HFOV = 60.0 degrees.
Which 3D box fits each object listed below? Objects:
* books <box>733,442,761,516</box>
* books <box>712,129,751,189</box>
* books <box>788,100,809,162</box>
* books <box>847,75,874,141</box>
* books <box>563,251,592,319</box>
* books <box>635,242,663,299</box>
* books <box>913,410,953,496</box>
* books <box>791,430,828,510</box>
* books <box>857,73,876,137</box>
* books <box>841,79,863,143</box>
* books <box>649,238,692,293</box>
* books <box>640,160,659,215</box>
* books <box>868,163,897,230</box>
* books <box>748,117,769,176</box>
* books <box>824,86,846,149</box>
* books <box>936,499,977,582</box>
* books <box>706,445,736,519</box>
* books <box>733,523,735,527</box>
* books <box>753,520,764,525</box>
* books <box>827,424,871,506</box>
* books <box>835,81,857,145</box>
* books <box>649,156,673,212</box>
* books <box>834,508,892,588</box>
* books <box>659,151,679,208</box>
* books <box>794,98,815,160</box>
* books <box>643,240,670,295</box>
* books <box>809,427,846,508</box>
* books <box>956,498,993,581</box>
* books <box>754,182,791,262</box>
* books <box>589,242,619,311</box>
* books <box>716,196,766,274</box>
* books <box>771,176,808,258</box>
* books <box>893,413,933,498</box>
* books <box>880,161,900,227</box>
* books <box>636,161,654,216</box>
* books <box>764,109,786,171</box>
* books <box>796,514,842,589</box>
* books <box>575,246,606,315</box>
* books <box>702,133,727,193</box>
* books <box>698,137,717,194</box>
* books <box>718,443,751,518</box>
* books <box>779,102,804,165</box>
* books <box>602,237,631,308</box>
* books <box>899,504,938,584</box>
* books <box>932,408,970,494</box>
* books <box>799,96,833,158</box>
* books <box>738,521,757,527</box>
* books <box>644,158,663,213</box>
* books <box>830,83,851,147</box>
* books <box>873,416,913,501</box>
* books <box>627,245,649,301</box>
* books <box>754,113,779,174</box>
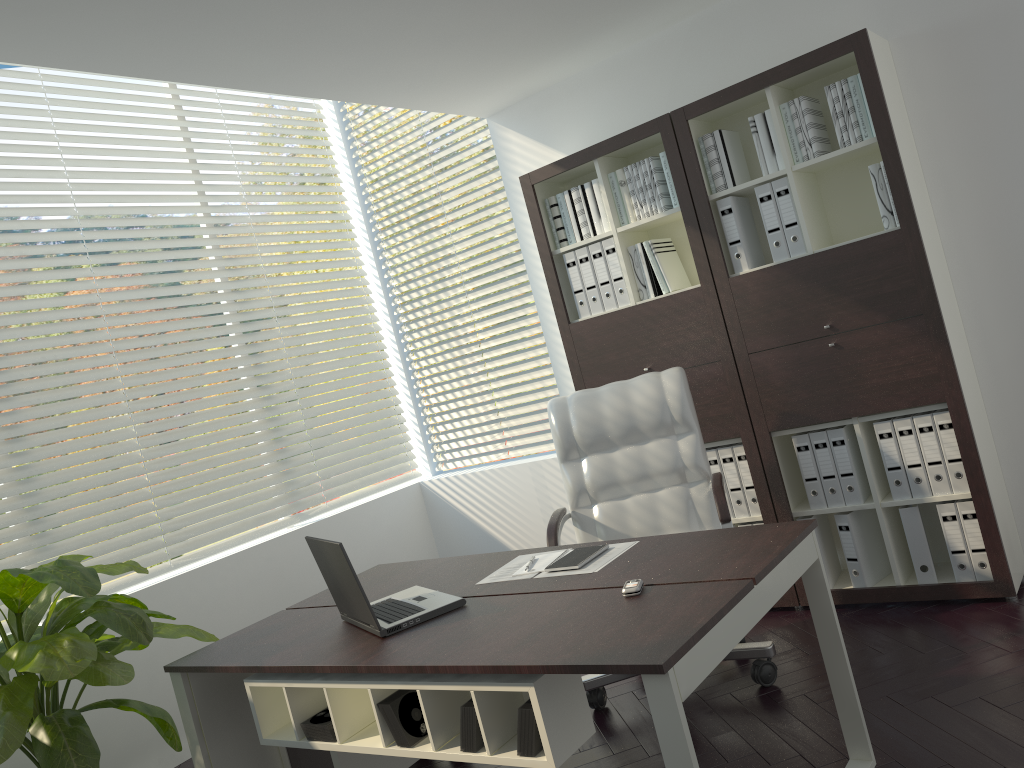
[{"bbox_3d":[1.116,0.400,3.988,0.071,0.320,0.263,-15,0,39],"label":"books"},{"bbox_3d":[0.956,-0.968,3.845,0.040,0.258,0.208,-15,0,38],"label":"books"},{"bbox_3d":[1.210,-1.031,3.646,0.020,0.258,0.208,-15,0,37],"label":"books"},{"bbox_3d":[1.401,-1.080,3.504,0.040,0.258,0.208,-15,0,38],"label":"books"},{"bbox_3d":[0.383,-0.494,4.348,0.071,0.320,0.263,-15,0,36],"label":"books"},{"bbox_3d":[0.668,-0.535,4.139,0.040,0.258,0.208,-15,0,37],"label":"books"},{"bbox_3d":[1.701,0.254,3.532,0.071,0.320,0.263,-15,0,37],"label":"books"},{"bbox_3d":[1.322,0.349,3.828,0.071,0.320,0.263,-15,0,37],"label":"books"},{"bbox_3d":[1.432,-1.087,3.479,0.040,0.258,0.208,-15,0,38],"label":"books"},{"bbox_3d":[1.374,-1.073,3.518,0.020,0.258,0.208,-15,0,37],"label":"books"},{"bbox_3d":[0.732,-0.552,4.106,0.058,0.258,0.208,-15,0,37],"label":"books"},{"bbox_3d":[0.673,-0.897,4.064,0.020,0.258,0.208,-15,0,37],"label":"books"},{"bbox_3d":[1.485,-0.740,3.509,0.040,0.258,0.208,-15,0,38],"label":"books"},{"bbox_3d":[1.076,-0.998,3.755,0.020,0.258,0.208,-15,0,37],"label":"books"},{"bbox_3d":[1.323,-1.060,3.558,0.020,0.258,0.208,-15,0,37],"label":"books"},{"bbox_3d":[1.792,0.597,3.533,0.071,0.320,0.263,-15,0,37],"label":"books"},{"bbox_3d":[0.998,0.430,4.080,0.071,0.320,0.263,-15,0,37],"label":"books"},{"bbox_3d":[1.043,0.785,4.112,0.071,0.320,0.263,-15,0,17],"label":"books"},{"bbox_3d":[1.208,0.744,3.989,0.071,0.320,0.263,-15,0,39],"label":"books"},{"bbox_3d":[1.440,0.319,3.736,0.071,0.320,0.263,-15,0,38],"label":"books"},{"bbox_3d":[1.357,-1.068,3.531,0.020,0.258,0.208,-15,0,37],"label":"books"},{"bbox_3d":[0.708,-0.905,4.037,0.020,0.258,0.208,-15,0,37],"label":"books"},{"bbox_3d":[1.507,0.669,3.752,0.263,0.320,0.071,-15,0,-34],"label":"books"},{"bbox_3d":[0.757,-0.918,4.005,0.040,0.258,0.208,-15,0,38],"label":"books"},{"bbox_3d":[1.227,-1.036,3.633,0.020,0.258,0.208,-15,0,37],"label":"books"},{"bbox_3d":[0.708,-0.545,4.111,0.060,0.259,0.208,-15,0,38],"label":"books"},{"bbox_3d":[1.381,0.334,3.782,0.071,0.320,0.263,-15,0,37],"label":"books"},{"bbox_3d":[1.852,0.582,3.487,0.071,0.320,0.263,-15,0,39],"label":"books"},{"bbox_3d":[1.145,-0.685,3.754,0.071,0.320,0.263,-15,0,37],"label":"books"},{"bbox_3d":[0.501,-0.524,4.256,0.071,0.320,0.263,-15,0,37],"label":"books"},{"bbox_3d":[1.010,-0.652,3.860,0.071,0.320,0.263,-15,0,37],"label":"books"},{"bbox_3d":[1.204,-0.700,3.708,0.071,0.320,0.263,-15,0,38],"label":"books"},{"bbox_3d":[1.642,0.268,3.578,0.071,0.320,0.263,-15,0,37],"label":"books"},{"bbox_3d":[1.518,-0.749,3.476,0.040,0.258,0.208,-15,0,37],"label":"books"},{"bbox_3d":[0.656,-0.893,4.077,0.020,0.258,0.208,-15,0,37],"label":"books"},{"bbox_3d":[1.137,-1.013,3.706,0.040,0.258,0.208,-15,0,37],"label":"books"},{"bbox_3d":[1.354,0.707,3.875,0.071,0.320,0.263,-15,0,36],"label":"books"},{"bbox_3d":[0.442,-0.509,4.302,0.071,0.320,0.263,-15,0,37],"label":"books"},{"bbox_3d":[0.918,-0.958,3.869,0.040,0.258,0.208,-15,0,37],"label":"books"},{"bbox_3d":[0.897,-0.953,3.896,0.020,0.258,0.208,-15,0,37],"label":"books"},{"bbox_3d":[1.057,0.415,4.034,0.071,0.320,0.263,-15,0,37],"label":"books"},{"bbox_3d":[1.189,-1.026,3.669,0.040,0.258,0.208,-15,0,38],"label":"books"},{"bbox_3d":[0.560,-0.539,4.210,0.071,0.320,0.263,-15,0,38],"label":"books"},{"bbox_3d":[1.670,0.628,3.630,0.071,0.320,0.261,-15,0,29],"label":"books"},{"bbox_3d":[1.760,0.239,3.486,0.071,0.320,0.263,-15,0,39],"label":"books"},{"bbox_3d":[1.244,-1.040,3.619,0.020,0.258,0.208,-15,0,37],"label":"books"},{"bbox_3d":[1.149,0.759,4.035,0.071,0.320,0.263,-15,0,37],"label":"books"},{"bbox_3d":[0.691,-0.901,4.051,0.020,0.258,0.208,-15,0,37],"label":"books"},{"bbox_3d":[1.340,-1.064,3.544,0.020,0.258,0.208,-15,0,37],"label":"books"},{"bbox_3d":[1.583,0.283,3.624,0.071,0.320,0.263,-15,0,37],"label":"books"},{"bbox_3d":[0.635,-0.527,4.171,0.040,0.258,0.208,-15,0,38],"label":"books"},{"bbox_3d":[1.104,-1.005,3.738,0.040,0.258,0.208,-15,0,37],"label":"books"}]
